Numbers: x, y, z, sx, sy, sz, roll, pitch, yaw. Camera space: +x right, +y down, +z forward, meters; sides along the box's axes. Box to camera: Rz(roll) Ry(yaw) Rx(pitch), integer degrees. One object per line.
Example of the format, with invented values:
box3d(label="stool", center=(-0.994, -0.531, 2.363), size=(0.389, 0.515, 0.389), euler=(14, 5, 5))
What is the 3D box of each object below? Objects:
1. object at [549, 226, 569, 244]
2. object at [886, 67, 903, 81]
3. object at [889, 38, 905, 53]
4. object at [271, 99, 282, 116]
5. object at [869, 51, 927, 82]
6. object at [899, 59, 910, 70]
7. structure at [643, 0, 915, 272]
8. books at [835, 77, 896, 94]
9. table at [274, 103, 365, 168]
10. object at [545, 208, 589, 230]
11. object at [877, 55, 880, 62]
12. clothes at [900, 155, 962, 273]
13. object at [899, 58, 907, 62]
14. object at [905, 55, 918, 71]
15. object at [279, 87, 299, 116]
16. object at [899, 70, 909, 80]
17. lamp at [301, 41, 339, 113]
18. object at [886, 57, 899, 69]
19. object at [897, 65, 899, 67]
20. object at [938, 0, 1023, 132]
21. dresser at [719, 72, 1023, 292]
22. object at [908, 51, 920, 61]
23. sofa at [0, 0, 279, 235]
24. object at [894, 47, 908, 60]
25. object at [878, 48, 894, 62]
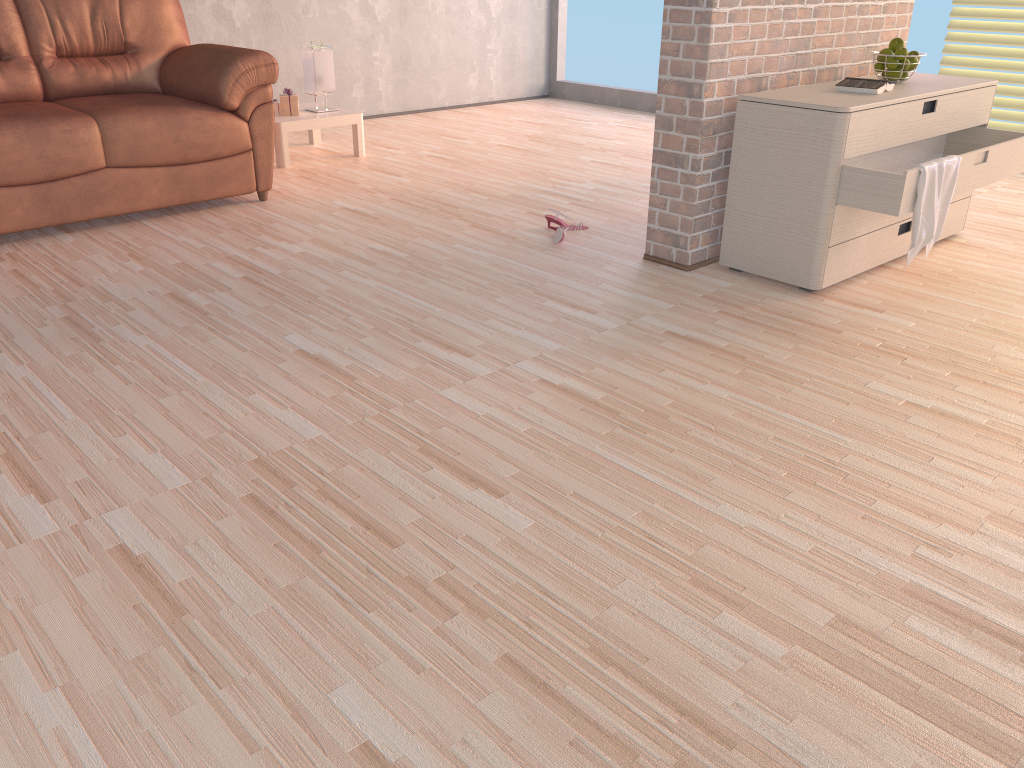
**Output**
box3d(label="object", center=(0.199, -0.607, 3.563), size=(0.078, 0.066, 0.192), euler=(-2, 25, -6))
box3d(label="object", center=(1.429, -1.164, 3.320), size=(0.060, 0.055, 0.059), euler=(2, 25, 2))
box3d(label="object", center=(1.433, -1.261, 3.304), size=(0.054, 0.056, 0.054), euler=(-21, 33, -38))
box3d(label="object", center=(-1.326, -1.541, 4.902), size=(0.080, 0.105, 0.152), euler=(8, 26, 14))
box3d(label="object", center=(1.441, -1.190, 3.336), size=(0.202, 0.104, 0.202), euler=(21, 32, 36))
box3d(label="object", center=(1.450, -1.181, 3.277), size=(0.038, 0.040, 0.039), euler=(-16, 30, -31))
box3d(label="structure", center=(1.094, -1.120, 3.497), size=(1.422, 1.057, 0.211), euler=(-21, 33, -38))
box3d(label="books", center=(1.241, -1.050, 3.110), size=(0.146, 0.040, 0.209), euler=(19, 31, 33))
box3d(label="table", center=(-1.219, -1.429, 5.064), size=(0.548, 0.241, 0.548), euler=(-21, 33, -38))
box3d(label="object", center=(0.232, -0.693, 3.720), size=(0.188, 0.085, 0.069), euler=(-1, 25, -3))
box3d(label="object", center=(1.414, -1.237, 3.366), size=(0.053, 0.048, 0.054), euler=(-17, 30, -32))
box3d(label="clothes", center=(1.352, -0.550, 2.903), size=(0.325, 0.369, 0.097), euler=(-20, 32, -37))
box3d(label="object", center=(1.448, -1.218, 3.296), size=(0.039, 0.038, 0.039), euler=(-5, 26, -12))
box3d(label="object", center=(1.481, -1.194, 3.301), size=(0.057, 0.057, 0.057), euler=(-4, 26, -9))
box3d(label="object", center=(-1.227, -1.558, 4.886), size=(0.099, 0.147, 0.102), euler=(-6, 26, -13))
box3d(label="object", center=(1.473, -1.173, 3.352), size=(0.048, 0.048, 0.046), euler=(18, 30, 32))
box3d(label="lamp", center=(-1.086, -1.731, 4.993), size=(0.140, 0.376, 0.140), euler=(-21, 33, -38))
box3d(label="object", center=(1.408, -1.189, 3.285), size=(0.046, 0.044, 0.046), euler=(22, 33, 38))
box3d(label="object", center=(1.460, -1.224, 3.373), size=(0.053, 0.054, 0.053), euler=(-3, 26, -6))
box3d(label="object", center=(3.957, -1.746, 3.386), size=(0.044, 2.114, 4.372), euler=(-21, 33, -38))
box3d(label="dresser", center=(1.585, -0.839, 3.434), size=(1.686, 0.612, 0.605), euler=(-21, 33, -38))
box3d(label="object", center=(1.504, -1.225, 3.326), size=(0.047, 0.047, 0.046), euler=(-2, 25, -5))
box3d(label="sofa", center=(-2.150, -1.175, 3.605), size=(2.202, 0.923, 0.981), euler=(-21, 33, -38))
box3d(label="object", center=(1.431, -1.214, 3.259), size=(0.046, 0.045, 0.046), euler=(-21, 33, -38))
box3d(label="object", center=(1.396, -1.227, 3.314), size=(0.049, 0.053, 0.054), euler=(-5, 26, -11))
